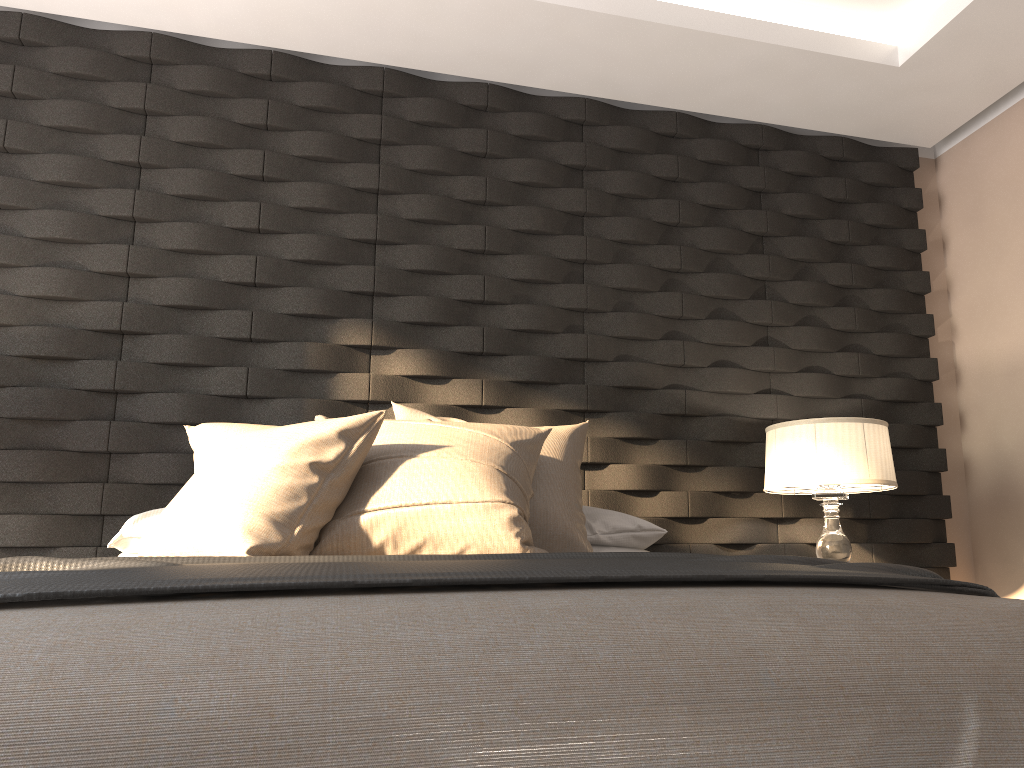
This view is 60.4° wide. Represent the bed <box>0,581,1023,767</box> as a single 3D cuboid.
[{"bbox_3d":[-0.183,0.705,1.854,2.354,0.625,2.228,2,-12,-14],"label":"bed"}]

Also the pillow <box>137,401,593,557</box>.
[{"bbox_3d":[-0.293,0.233,2.324,1.290,0.519,0.875,2,-12,-13],"label":"pillow"}]

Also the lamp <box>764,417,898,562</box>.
[{"bbox_3d":[1.134,0.465,3.123,0.442,0.632,0.489,-9,-15,37],"label":"lamp"}]

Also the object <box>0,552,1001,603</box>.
[{"bbox_3d":[-0.093,0.442,1.467,2.112,0.323,0.599,3,-12,-17],"label":"object"}]
